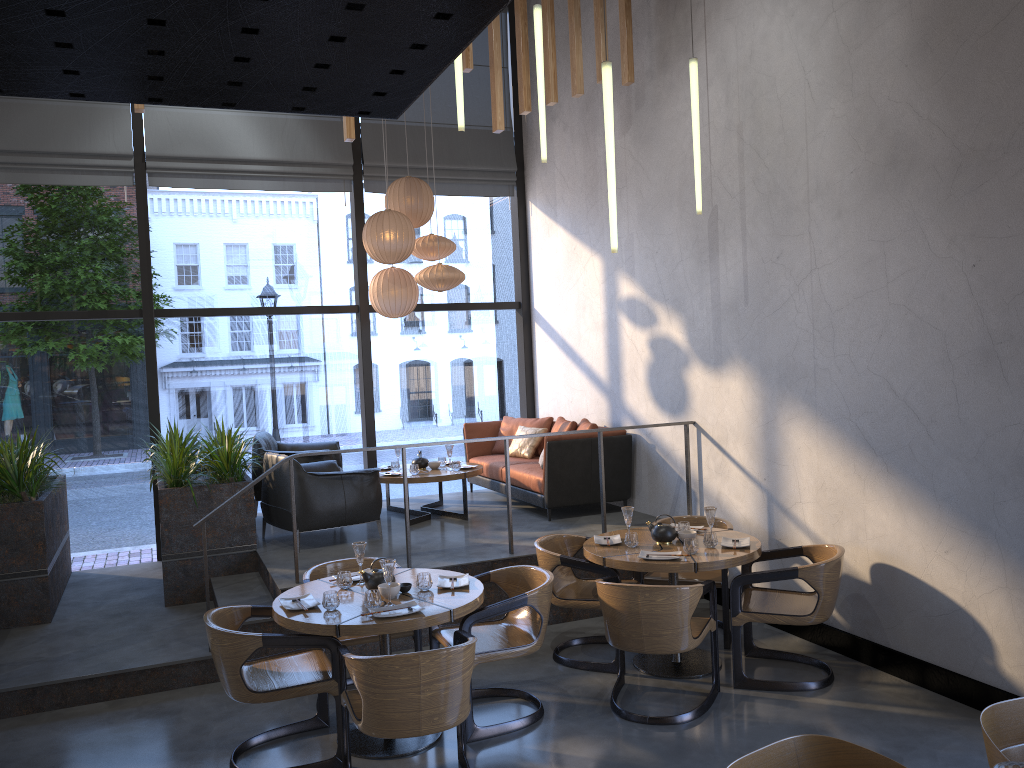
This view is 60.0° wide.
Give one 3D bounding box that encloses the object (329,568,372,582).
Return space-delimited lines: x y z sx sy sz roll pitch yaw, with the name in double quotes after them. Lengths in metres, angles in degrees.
-0.891 1.088 4.993 0.294 0.025 0.170 -4 2 -37 "object"

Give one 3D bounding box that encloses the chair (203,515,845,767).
-2.287 1.604 2.837 9.749 0.759 4.352 -3 2 -21 "chair"

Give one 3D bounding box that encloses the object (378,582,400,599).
-0.632 1.068 4.570 0.116 0.065 0.116 -4 2 -43 "object"

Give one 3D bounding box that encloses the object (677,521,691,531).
1.117 0.942 5.760 0.086 0.086 0.086 -4 2 -28 "object"

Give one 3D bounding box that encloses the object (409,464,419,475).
-0.863 0.756 7.834 0.086 0.086 0.086 -3 2 -18 "object"

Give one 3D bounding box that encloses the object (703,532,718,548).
1.206 0.949 5.388 0.086 0.086 0.086 -1 2 44 "object"

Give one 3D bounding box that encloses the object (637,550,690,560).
0.886 1.001 5.162 0.294 0.025 0.170 -2 2 16 "object"

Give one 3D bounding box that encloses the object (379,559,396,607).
-0.613 0.990 4.412 0.082 0.227 0.082 -1 2 37 "object"

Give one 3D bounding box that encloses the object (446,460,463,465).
-0.588 0.755 8.510 0.170 0.025 0.294 -4 2 -42 "object"

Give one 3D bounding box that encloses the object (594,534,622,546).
0.610 1.000 5.636 0.170 0.025 0.294 -3 2 3 "object"

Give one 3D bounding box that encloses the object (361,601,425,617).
-0.582 1.095 4.268 0.294 0.025 0.170 -3 2 -25 "object"

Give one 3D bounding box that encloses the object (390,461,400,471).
-1.075 0.756 8.172 0.086 0.086 0.086 -2 2 15 "object"

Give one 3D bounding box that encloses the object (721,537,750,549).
1.359 0.973 5.395 0.170 0.025 0.294 -2 2 16 "object"

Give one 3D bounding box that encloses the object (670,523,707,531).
1.162 0.966 5.917 0.294 0.025 0.170 -1 2 38 "object"

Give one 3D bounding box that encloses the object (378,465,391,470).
-1.181 0.787 8.330 0.170 0.025 0.294 -2 2 14 "object"

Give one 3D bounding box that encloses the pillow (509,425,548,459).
0.139 0.590 9.045 0.289 0.311 0.393 -4 2 -42 "pillow"

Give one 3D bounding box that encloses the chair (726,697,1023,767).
2.030 1.336 0.334 2.787 1.047 5.395 -4 2 -45 "chair"

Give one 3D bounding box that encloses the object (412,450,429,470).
-0.853 0.698 8.222 0.168 0.179 0.163 -1 2 34 "object"

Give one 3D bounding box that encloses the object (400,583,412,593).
-0.564 1.074 4.657 0.080 0.042 0.080 -2 2 32 "object"

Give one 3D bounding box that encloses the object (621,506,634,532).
0.736 0.893 5.603 0.082 0.227 0.082 -1 2 40 "object"

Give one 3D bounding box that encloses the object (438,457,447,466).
-0.659 0.731 8.362 0.086 0.086 0.086 -3 2 -18 "object"

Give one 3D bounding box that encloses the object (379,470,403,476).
-1.047 0.795 7.860 0.170 0.025 0.294 -4 2 -42 "object"

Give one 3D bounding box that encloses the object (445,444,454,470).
-0.563 0.666 8.042 0.082 0.227 0.082 -2 2 21 "object"

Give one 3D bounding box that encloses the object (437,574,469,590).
-0.316 1.068 4.759 0.170 0.025 0.294 -3 2 -3 "object"

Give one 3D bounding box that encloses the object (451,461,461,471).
-0.504 0.736 7.980 0.086 0.086 0.086 -3 2 -18 "object"

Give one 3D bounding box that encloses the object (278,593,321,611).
-1.067 1.111 4.474 0.170 0.025 0.294 -3 2 -25 "object"

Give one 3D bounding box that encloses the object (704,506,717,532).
1.227 0.875 5.468 0.082 0.227 0.082 -3 2 0 "object"

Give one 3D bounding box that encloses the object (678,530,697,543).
1.098 0.960 5.555 0.116 0.065 0.116 -3 2 3 "object"

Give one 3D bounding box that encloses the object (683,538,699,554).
1.055 0.960 5.240 0.086 0.086 0.086 -1 2 40 "object"

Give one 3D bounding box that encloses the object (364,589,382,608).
-0.687 1.066 4.378 0.086 0.086 0.086 -3 2 3 "object"

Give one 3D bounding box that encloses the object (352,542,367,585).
-0.833 0.987 4.871 0.082 0.227 0.082 -3 2 -1 "object"

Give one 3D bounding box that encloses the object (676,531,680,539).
1.076 0.969 5.663 0.080 0.042 0.080 -4 2 -40 "object"

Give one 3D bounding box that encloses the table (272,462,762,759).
-3.514 1.520 4.015 10.659 0.968 6.876 -3 2 -22 "table"

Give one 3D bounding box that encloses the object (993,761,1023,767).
0.745 0.675 1.283 0.082 0.227 0.082 -2 2 12 "object"

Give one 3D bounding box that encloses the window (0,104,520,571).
-3.039 -0.904 1.789 12.739 5.897 12.900 -3 2 -22 "window"

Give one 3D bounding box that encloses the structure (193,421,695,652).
-2.303 -0.134 0.604 11.718 4.117 9.054 -3 2 -22 "structure"

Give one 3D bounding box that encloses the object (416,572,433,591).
-0.464 1.046 4.688 0.086 0.086 0.086 -3 2 -20 "object"

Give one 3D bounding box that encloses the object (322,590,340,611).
-0.898 1.075 4.396 0.086 0.086 0.086 -3 2 3 "object"

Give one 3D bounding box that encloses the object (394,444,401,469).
-1.063 0.682 8.274 0.082 0.227 0.082 -4 2 -40 "object"

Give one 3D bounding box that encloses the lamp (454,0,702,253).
-1.419 -5.091 0.311 8.975 10.231 8.774 -3 2 -24 "lamp"

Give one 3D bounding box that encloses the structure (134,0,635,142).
-1.896 -0.926 0.648 10.399 5.894 10.127 -3 2 -22 "structure"

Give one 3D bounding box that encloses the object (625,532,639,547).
0.742 0.967 5.499 0.086 0.086 0.086 -3 2 1 "object"

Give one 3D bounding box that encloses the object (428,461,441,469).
-0.714 0.751 8.164 0.116 0.065 0.116 -2 2 8 "object"

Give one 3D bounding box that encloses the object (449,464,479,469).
-0.426 0.759 8.112 0.170 0.025 0.294 -4 2 -42 "object"

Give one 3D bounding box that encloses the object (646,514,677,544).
0.952 0.908 5.587 0.168 0.179 0.163 -3 2 -18 "object"

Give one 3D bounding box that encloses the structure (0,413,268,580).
-5.742 1.376 1.525 4.306 1.608 15.715 -2 2 16 "structure"

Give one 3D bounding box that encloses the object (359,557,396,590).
-0.703 1.010 4.700 0.168 0.179 0.163 -2 2 16 "object"

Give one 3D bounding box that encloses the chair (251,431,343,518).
-2.040 0.814 8.447 0.833 0.743 1.030 -3 2 -8 "chair"

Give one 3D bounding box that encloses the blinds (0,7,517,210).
-7.228 -2.553 3.186 8.760 2.314 17.610 -2 2 21 "blinds"

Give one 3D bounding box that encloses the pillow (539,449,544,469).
0.349 0.633 8.165 0.203 0.263 0.332 -3 2 -2 "pillow"

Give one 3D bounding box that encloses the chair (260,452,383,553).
-1.593 0.905 7.306 0.833 0.743 1.030 -4 2 -37 "chair"

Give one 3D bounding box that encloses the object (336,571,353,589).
-0.908 1.063 4.802 0.086 0.086 0.086 -4 2 -40 "object"
